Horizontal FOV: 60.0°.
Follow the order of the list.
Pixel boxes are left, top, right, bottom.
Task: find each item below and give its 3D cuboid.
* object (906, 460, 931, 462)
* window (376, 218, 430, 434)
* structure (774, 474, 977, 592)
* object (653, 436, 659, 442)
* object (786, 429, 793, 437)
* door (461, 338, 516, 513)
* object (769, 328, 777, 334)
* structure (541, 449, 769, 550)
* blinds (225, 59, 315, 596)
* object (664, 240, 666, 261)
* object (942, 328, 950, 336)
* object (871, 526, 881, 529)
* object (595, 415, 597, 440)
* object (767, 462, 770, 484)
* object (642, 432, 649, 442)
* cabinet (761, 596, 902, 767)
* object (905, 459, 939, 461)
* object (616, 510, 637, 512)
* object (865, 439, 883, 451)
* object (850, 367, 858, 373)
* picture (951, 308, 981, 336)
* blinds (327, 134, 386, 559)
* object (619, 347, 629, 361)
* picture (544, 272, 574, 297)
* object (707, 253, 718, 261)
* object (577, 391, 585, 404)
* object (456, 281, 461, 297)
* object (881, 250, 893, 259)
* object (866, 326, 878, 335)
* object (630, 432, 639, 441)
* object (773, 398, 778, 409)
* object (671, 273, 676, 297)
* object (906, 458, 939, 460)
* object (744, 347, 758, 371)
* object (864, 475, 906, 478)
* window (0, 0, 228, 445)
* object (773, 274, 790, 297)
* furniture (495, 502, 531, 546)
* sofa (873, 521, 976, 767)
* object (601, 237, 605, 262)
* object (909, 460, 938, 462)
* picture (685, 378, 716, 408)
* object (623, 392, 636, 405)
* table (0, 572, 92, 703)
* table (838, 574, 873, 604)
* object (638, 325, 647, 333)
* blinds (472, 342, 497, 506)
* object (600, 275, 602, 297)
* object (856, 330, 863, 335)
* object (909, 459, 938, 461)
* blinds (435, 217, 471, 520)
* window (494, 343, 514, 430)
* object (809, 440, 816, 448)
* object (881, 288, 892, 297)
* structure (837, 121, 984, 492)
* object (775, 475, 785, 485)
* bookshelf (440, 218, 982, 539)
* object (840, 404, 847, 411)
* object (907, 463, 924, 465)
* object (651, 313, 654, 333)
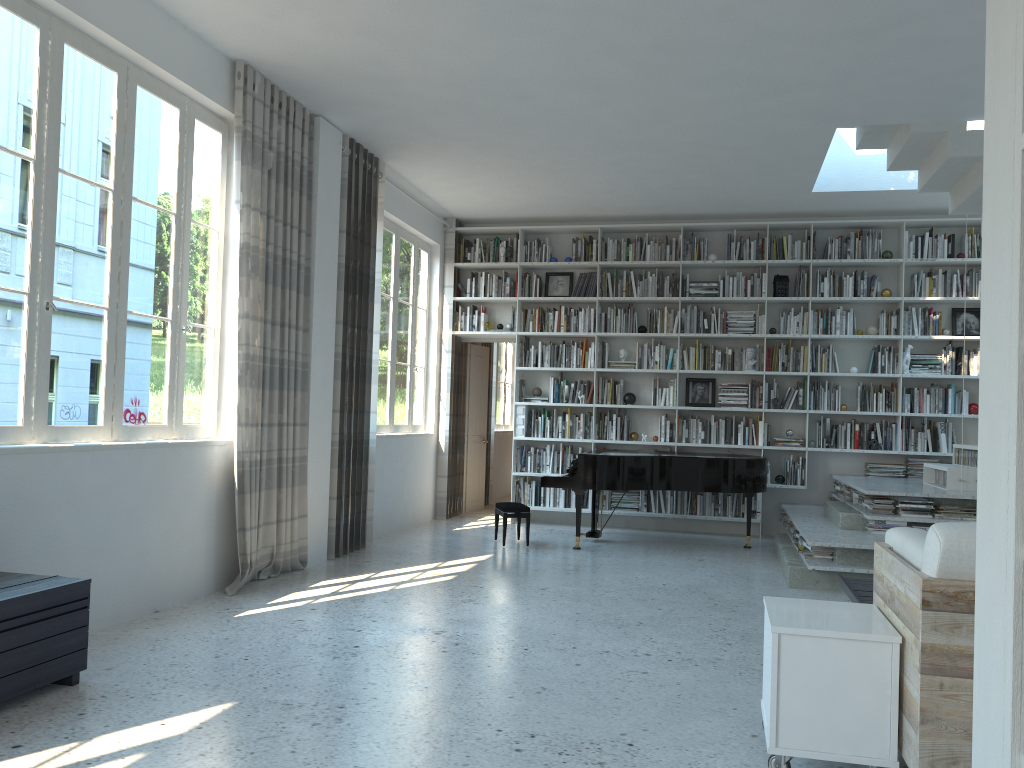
[{"bbox_3d":[3.962,0.746,8.572,0.254,0.006,0.161,1,-2,13],"label":"object"},{"bbox_3d":[-1.114,-0.517,8.457,0.073,2.008,1.983,2,-2,13],"label":"window"},{"bbox_3d":[3.642,1.179,7.165,2.899,0.659,3.114,1,-2,13],"label":"structure"},{"bbox_3d":[1.476,0.562,9.107,0.061,0.062,0.061,3,-2,-28],"label":"object"},{"bbox_3d":[2.741,0.484,8.758,0.071,0.072,0.071,3,-2,-28],"label":"object"},{"bbox_3d":[-0.219,0.497,10.132,0.834,1.980,0.786,1,-2,13],"label":"door"},{"bbox_3d":[2.595,-0.525,8.825,0.071,0.072,0.071,3,-2,-28],"label":"object"},{"bbox_3d":[1.326,1.044,8.030,1.918,0.832,1.335,1,-2,13],"label":"structure"},{"bbox_3d":[-1.570,-0.355,5.801,0.183,3.260,1.026,2,-2,13],"label":"blinds"},{"bbox_3d":[1.591,-1.360,9.198,0.010,0.246,0.157,2,-2,13],"label":"object"},{"bbox_3d":[4.163,-0.491,8.522,0.091,0.092,0.091,3,-2,-28],"label":"object"},{"bbox_3d":[2.790,1.070,6.600,0.204,0.004,0.140,1,-2,16],"label":"object"},{"bbox_3d":[0.896,0.455,9.306,0.012,0.254,0.161,2,-2,13],"label":"object"},{"bbox_3d":[2.528,0.875,8.758,0.053,0.224,0.046,1,-2,25],"label":"object"},{"bbox_3d":[1.370,0.544,9.108,0.060,0.095,0.078,1,-2,30],"label":"object"},{"bbox_3d":[1.041,1.012,2.955,0.380,0.487,0.502,1,-2,13],"label":"cabinet"},{"bbox_3d":[3.963,0.735,8.573,0.285,0.005,0.159,1,-2,13],"label":"object"},{"bbox_3d":[1.180,1.308,9.205,0.254,0.007,0.161,1,-2,16],"label":"object"},{"bbox_3d":[3.474,0.581,8.511,0.160,0.114,0.064,2,-2,1],"label":"object"},{"bbox_3d":[3.348,-0.133,8.685,0.071,0.072,0.071,3,-2,-28],"label":"object"},{"bbox_3d":[4.409,-0.586,8.556,0.300,0.299,0.077,1,-2,13],"label":"picture"},{"bbox_3d":[-1.269,-0.278,7.097,0.140,3.230,0.776,2,-1,13],"label":"blinds"},{"bbox_3d":[1.163,-0.308,9.263,0.095,0.157,0.121,1,-2,27],"label":"object"},{"bbox_3d":[0.503,-1.050,9.495,0.300,0.299,0.077,1,-2,13],"label":"picture"},{"bbox_3d":[2.043,-1.280,9.042,0.105,0.106,0.104,2,-2,-9],"label":"object"},{"bbox_3d":[0.715,0.137,9.191,0.081,0.140,0.044,2,-1,-3],"label":"object"},{"bbox_3d":[-0.593,-1.069,9.691,0.035,0.295,0.176,2,-2,13],"label":"object"},{"bbox_3d":[3.642,-1.245,8.608,0.104,0.105,0.104,3,-2,-28],"label":"object"},{"bbox_3d":[3.530,-0.514,8.701,0.111,0.113,0.111,2,-2,-9],"label":"object"},{"bbox_3d":[1.268,0.544,9.200,0.091,0.092,0.091,2,-2,-9],"label":"object"},{"bbox_3d":[2.597,0.193,8.740,0.054,0.113,0.079,2,-2,12],"label":"object"},{"bbox_3d":[1.648,-1.001,9.025,0.075,0.254,0.075,2,-1,-8],"label":"object"},{"bbox_3d":[3.960,0.724,8.561,0.285,0.005,0.159,1,-2,18],"label":"object"},{"bbox_3d":[2.378,-0.242,8.831,0.137,0.244,0.138,2,-2,-21],"label":"object"},{"bbox_3d":[3.626,0.901,8.634,0.345,0.007,0.193,2,-2,8],"label":"object"},{"bbox_3d":[-14.938,-7.974,17.516,32.801,18.534,18.539,1,-2,17],"label":"window"},{"bbox_3d":[2.685,-0.971,8.847,0.135,0.248,0.135,2,-2,3],"label":"object"},{"bbox_3d":[0.000,1.225,7.816,0.240,0.353,0.467,2,-2,-12],"label":"furniture"},{"bbox_3d":[2.304,0.857,2.640,2.194,0.854,0.871,1,-2,13],"label":"sofa"},{"bbox_3d":[0.956,-1.394,9.352,0.012,0.285,0.159,2,-2,13],"label":"object"},{"bbox_3d":[3.962,0.740,8.572,0.254,0.006,0.161,1,-2,13],"label":"object"},{"bbox_3d":[1.938,0.089,9.119,0.300,0.299,0.077,1,-2,13],"label":"picture"},{"bbox_3d":[1.224,0.156,9.212,0.134,0.135,0.133,3,-2,-28],"label":"object"},{"bbox_3d":[-2.064,0.965,3.189,0.523,0.415,0.926,1,-2,13],"label":"table"},{"bbox_3d":[2.479,1.265,4.708,1.269,0.218,1.258,1,-2,13],"label":"table"},{"bbox_3d":[1.350,-0.559,9.186,0.097,0.098,0.097,3,-2,-28],"label":"object"},{"bbox_3d":[-0.357,-0.105,10.960,0.140,3.230,0.776,2,-1,13],"label":"blinds"},{"bbox_3d":[0.944,-1.012,9.342,0.012,0.254,0.161,2,-2,13],"label":"object"},{"bbox_3d":[3.412,-0.496,8.704,0.068,0.068,0.068,2,-2,-9],"label":"object"},{"bbox_3d":[3.962,0.729,8.570,0.254,0.006,0.161,1,-2,14],"label":"object"},{"bbox_3d":[-0.627,-0.157,9.814,0.140,3.230,0.776,2,-1,13],"label":"blinds"},{"bbox_3d":[-0.202,-0.345,12.317,0.073,2.008,1.983,2,-2,13],"label":"window"},{"bbox_3d":[2.975,0.594,8.781,0.071,0.072,0.071,3,-2,-28],"label":"object"},{"bbox_3d":[3.632,-0.876,8.605,0.100,0.101,0.100,2,-2,-9],"label":"object"},{"bbox_3d":[3.742,-0.527,6.804,2.613,3.381,1.955,1,-2,13],"label":"structure"},{"bbox_3d":[2.643,0.944,8.752,0.094,0.095,0.093,3,-2,-28],"label":"object"},{"bbox_3d":[2.312,-0.030,8.918,6.296,3.141,0.330,1,-1,13],"label":"bookshelf"},{"bbox_3d":[3.260,0.235,8.729,0.071,0.072,0.071,3,-2,-28],"label":"object"},{"bbox_3d":[3.958,0.773,8.572,0.254,0.006,0.161,1,-2,13],"label":"object"},{"bbox_3d":[1.461,-0.619,9.213,0.010,0.225,0.142,2,-2,13],"label":"object"}]
